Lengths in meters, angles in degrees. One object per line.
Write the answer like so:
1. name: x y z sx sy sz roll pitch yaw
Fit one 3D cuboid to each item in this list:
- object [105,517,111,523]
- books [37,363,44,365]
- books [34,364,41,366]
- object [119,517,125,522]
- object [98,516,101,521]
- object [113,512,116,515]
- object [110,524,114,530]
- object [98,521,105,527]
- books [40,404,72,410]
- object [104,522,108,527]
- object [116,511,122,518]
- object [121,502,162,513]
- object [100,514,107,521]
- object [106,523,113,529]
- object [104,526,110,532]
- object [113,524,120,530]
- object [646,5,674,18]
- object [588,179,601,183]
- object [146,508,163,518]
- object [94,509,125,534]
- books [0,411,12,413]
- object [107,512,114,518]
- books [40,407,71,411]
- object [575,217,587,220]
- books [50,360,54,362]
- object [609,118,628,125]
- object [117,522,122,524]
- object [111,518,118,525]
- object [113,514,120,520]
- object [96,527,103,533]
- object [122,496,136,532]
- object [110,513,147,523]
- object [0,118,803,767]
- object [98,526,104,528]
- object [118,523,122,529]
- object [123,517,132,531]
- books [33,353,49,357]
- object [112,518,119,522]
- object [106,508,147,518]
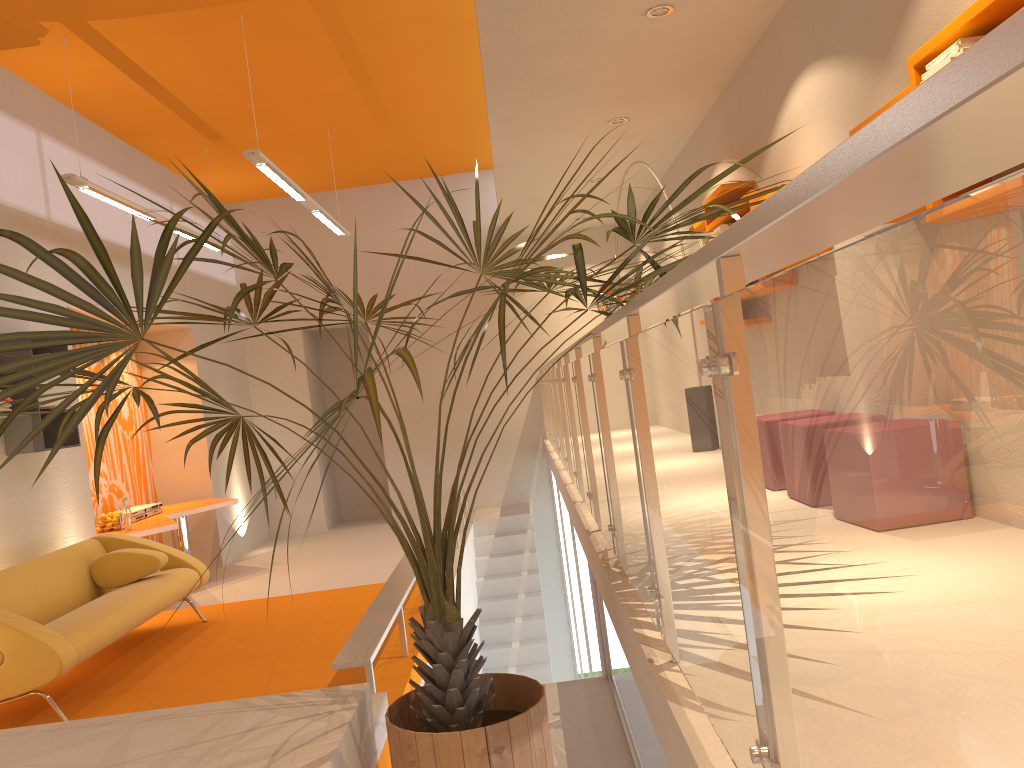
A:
1. object: -3.371 1.136 7.405 0.061 0.051 0.055 -8 0 30
2. books: -3.230 -0.132 6.080 0.190 0.015 0.254 -7 0 2
3. books: -3.225 -0.118 6.088 0.190 0.015 0.254 -7 0 -4
4. object: -3.309 1.143 7.506 0.063 0.051 0.053 -7 0 4
5. object: -3.439 1.128 7.431 0.051 0.053 0.063 -7 0 -42
6. object: -3.356 1.106 7.505 0.063 0.051 0.053 -7 0 -7
7. object: -3.361 1.198 7.456 0.052 0.060 0.057 -8 0 41
8. object: -3.414 1.161 7.380 0.053 0.054 0.061 -7 0 -9
9. books: -3.178 0.165 6.070 0.226 0.017 0.230 -7 0 0
10. object: -3.408 1.172 7.442 0.062 0.053 0.051 -8 0 43
11. object: -3.311 1.104 7.477 0.057 0.060 0.052 -7 0 23
12. object: -3.490 1.179 8.375 0.262 0.049 0.349 -7 0 0
13. object: -3.401 1.110 7.377 0.059 0.060 0.050 -8 0 35
14. object: -3.347 1.181 7.376 0.052 0.053 0.062 -7 0 -18
15. object: -3.379 1.209 7.400 0.050 0.055 0.061 -7 0 -9
16. object: -3.296 1.194 7.391 0.053 0.053 0.061 -7 0 -10
17. object: 0.780 -1.990 4.692 0.143 0.059 0.143 -7 0 -28
18. object: 0.804 -1.986 8.592 0.143 0.059 0.143 -7 0 -28
19. object: -3.489 1.228 8.375 0.250 0.049 0.349 -7 0 0
20. object: -3.374 1.148 7.440 0.207 0.174 0.189 -7 0 0
21. books: -3.205 0.185 5.398 0.210 0.013 0.297 -7 0 -5
22. object: -3.373 1.105 7.448 0.063 0.053 0.051 -8 0 37
23. books: -3.171 0.181 6.082 0.254 0.015 0.190 -7 0 7
24. object: 0.817 -1.984 10.543 0.143 0.059 0.143 -7 0 -28
25. books: -3.220 -0.150 6.077 0.230 0.017 0.226 -7 0 -5
26. object: 0.792 -1.988 6.642 0.143 0.059 0.143 -7 0 -28
27. object: -3.322 1.193 7.505 0.052 0.057 0.060 -8 0 37
28. object: -3.307 1.144 7.382 0.053 0.055 0.060 -7 0 -12
29. object: -3.309 1.116 7.424 0.053 0.051 0.063 -7 0 -9
30. object: -3.433 1.214 7.376 0.053 0.052 0.062 -7 0 -15
31. object: -3.193 1.067 7.341 0.101 0.288 0.088 -7 0 -30
32. object: -3.486 1.227 8.020 0.262 0.049 0.349 -7 0 0
33. object: -0.373 0.291 2.955 3.098 2.600 3.241 -7 0 8
34. object: -3.437 1.179 7.434 0.051 0.055 0.061 -7 0 15
35. object: -3.302 1.196 7.451 0.061 0.053 0.053 -7 0 -12
36. object: -3.174 1.156 7.329 0.060 0.106 0.060 -8 0 32
37. books: -3.223 -0.182 6.063 0.226 0.017 0.230 -7 0 0
38. object: -3.335 1.145 7.454 0.051 0.053 0.064 -8 0 38
39. object: -3.492 1.179 8.020 0.262 0.049 0.349 -7 0 0
